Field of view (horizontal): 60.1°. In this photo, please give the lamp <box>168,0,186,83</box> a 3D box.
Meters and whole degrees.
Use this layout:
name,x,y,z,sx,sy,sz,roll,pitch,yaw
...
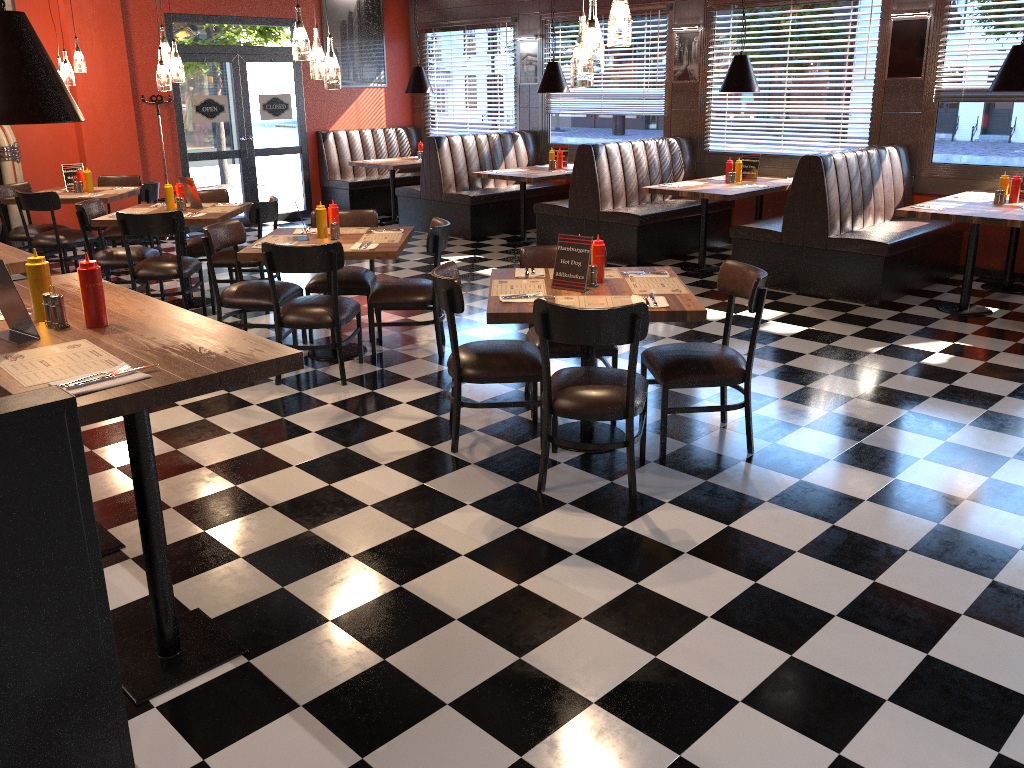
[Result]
name,x,y,z,sx,sy,sz,roll,pitch,yaw
lamp,-2.621,-3.287,6.659,0.109,1.942,0.109,8,19,26

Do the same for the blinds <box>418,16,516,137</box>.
name,x,y,z,sx,sy,sz,roll,pitch,yaw
blinds,-0.626,-4.119,12.159,0.100,1.615,1.880,-16,23,-42

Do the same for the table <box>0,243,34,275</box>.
name,x,y,z,sx,sy,sz,roll,pitch,yaw
table,-2.930,-0.193,4.454,0.700,0.987,1.702,-17,24,-42

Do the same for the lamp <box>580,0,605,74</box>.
name,x,y,z,sx,sy,sz,roll,pitch,yaw
lamp,0.341,-2.303,3.638,0.109,1.942,0.109,9,19,31

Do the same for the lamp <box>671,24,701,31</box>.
name,x,y,z,sx,sy,sz,roll,pitch,yaw
lamp,1.877,-3.844,9.548,0.082,0.055,0.336,-18,25,-42

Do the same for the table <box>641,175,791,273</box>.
name,x,y,z,sx,sy,sz,roll,pitch,yaw
table,2.162,-1.587,8.724,0.962,0.764,1.703,16,25,42

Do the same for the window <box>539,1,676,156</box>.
name,x,y,z,sx,sy,sz,roll,pitch,yaw
window,1.108,-3.591,10.593,0.128,1.693,2.039,-16,23,-42

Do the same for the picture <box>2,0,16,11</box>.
name,x,y,z,sx,sy,sz,roll,pitch,yaw
picture,-5.799,-3.801,8.599,0.023,0.928,1.781,15,24,43

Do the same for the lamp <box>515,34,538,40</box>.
name,x,y,z,sx,sy,sz,roll,pitch,yaw
lamp,0.187,-4.375,11.180,0.082,0.055,0.336,-18,25,-42

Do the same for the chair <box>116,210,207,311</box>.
name,x,y,z,sx,sy,sz,roll,pitch,yaw
chair,-2.677,-0.916,6.783,0.486,0.857,0.551,-2,17,-5

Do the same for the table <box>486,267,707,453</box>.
name,x,y,z,sx,sy,sz,roll,pitch,yaw
table,0.373,-0.103,4.409,0.956,0.764,0.972,-1,18,0

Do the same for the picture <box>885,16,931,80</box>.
name,x,y,z,sx,sy,sz,roll,pitch,yaw
picture,3.584,-3.038,8.033,0.012,0.530,0.353,-16,23,-42

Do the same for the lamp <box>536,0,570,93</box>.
name,x,y,z,sx,sy,sz,roll,pitch,yaw
lamp,0.454,-4.258,9.719,0.383,2.019,0.386,7,18,25

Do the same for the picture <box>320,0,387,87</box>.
name,x,y,z,sx,sy,sz,roll,pitch,yaw
picture,-2.159,-4.748,12.151,0.016,1.285,1.030,15,23,43

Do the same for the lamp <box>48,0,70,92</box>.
name,x,y,z,sx,sy,sz,roll,pitch,yaw
lamp,-4.253,-3.696,8.111,0.109,1.942,0.109,8,18,26

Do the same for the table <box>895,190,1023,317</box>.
name,x,y,z,sx,sy,sz,roll,pitch,yaw
table,3.857,-1.055,7.087,0.962,0.764,1.703,16,25,42

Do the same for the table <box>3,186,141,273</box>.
name,x,y,z,sx,sy,sz,roll,pitch,yaw
table,-4.167,-1.483,8.659,0.960,0.764,0.969,-1,18,0

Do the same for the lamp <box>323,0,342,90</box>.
name,x,y,z,sx,sy,sz,roll,pitch,yaw
lamp,-1.125,-2.764,5.237,0.109,1.942,0.109,-11,20,-31

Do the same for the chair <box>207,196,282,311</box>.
name,x,y,z,sx,sy,sz,roll,pitch,yaw
chair,-2.151,-1.073,7.228,0.544,0.857,0.492,1,17,4

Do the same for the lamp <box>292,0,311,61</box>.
name,x,y,z,sx,sy,sz,roll,pitch,yaw
lamp,-1.300,-2.914,5.162,0.108,1.942,0.110,4,17,17

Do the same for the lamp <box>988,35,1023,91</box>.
name,x,y,z,sx,sy,sz,roll,pitch,yaw
lamp,3.826,-3.199,6.461,0.382,2.019,0.386,0,17,4

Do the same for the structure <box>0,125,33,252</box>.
name,x,y,z,sx,sy,sz,roll,pitch,yaw
structure,-5.616,-2.057,8.888,0.503,1.746,1.303,15,23,43

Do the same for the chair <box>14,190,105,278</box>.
name,x,y,z,sx,sy,sz,roll,pitch,yaw
chair,-4.195,-1.369,8.178,0.487,0.857,0.550,5,18,19

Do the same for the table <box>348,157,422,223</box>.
name,x,y,z,sx,sy,sz,roll,pitch,yaw
table,-1.207,-2.645,11.980,0.962,0.764,1.703,16,25,42

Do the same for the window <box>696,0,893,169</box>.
name,x,y,z,sx,sy,sz,roll,pitch,yaw
window,2.794,-3.061,8.964,0.128,1.693,2.039,-16,23,-42

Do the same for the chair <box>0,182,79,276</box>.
name,x,y,z,sx,sy,sz,roll,pitch,yaw
chair,-4.632,-1.500,8.582,0.544,0.857,0.492,2,17,9

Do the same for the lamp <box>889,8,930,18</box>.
name,x,y,z,sx,sy,sz,roll,pitch,yaw
lamp,3.558,-3.316,7.924,0.082,0.055,0.336,-18,25,-42

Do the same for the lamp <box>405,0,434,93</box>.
name,x,y,z,sx,sy,sz,roll,pitch,yaw
lamp,-1.228,-4.786,11.344,0.382,2.019,0.386,0,17,4

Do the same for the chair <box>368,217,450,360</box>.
name,x,y,z,sx,sy,sz,roll,pitch,yaw
chair,-0.670,-0.644,5.903,0.544,0.857,0.492,-1,17,-2

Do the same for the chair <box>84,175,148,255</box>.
name,x,y,z,sx,sy,sz,roll,pitch,yaw
chair,-4.111,-1.713,9.193,0.486,0.857,0.551,2,17,10

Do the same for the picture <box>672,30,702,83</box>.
name,x,y,z,sx,sy,sz,roll,pitch,yaw
picture,1.902,-3.567,9.659,0.012,0.530,0.353,-16,23,-42

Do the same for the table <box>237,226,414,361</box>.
name,x,y,z,sx,sy,sz,roll,pitch,yaw
table,-1.164,-0.579,5.874,0.960,0.764,0.969,-1,18,0

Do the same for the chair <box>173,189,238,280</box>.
name,x,y,z,sx,sy,sz,roll,pitch,yaw
chair,-2.676,-1.241,7.742,0.487,0.857,0.550,-7,18,-21

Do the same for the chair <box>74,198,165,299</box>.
name,x,y,z,sx,sy,sz,roll,pitch,yaw
chair,-3.213,-1.063,7.239,0.544,0.857,0.492,-3,17,-7

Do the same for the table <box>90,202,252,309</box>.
name,x,y,z,sx,sy,sz,roll,pitch,yaw
table,-2.717,-1.040,7.295,0.960,0.764,0.969,-1,18,0

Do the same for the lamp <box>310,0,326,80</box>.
name,x,y,z,sx,sy,sz,roll,pitch,yaw
lamp,-1.222,-2.843,5.294,0.108,1.942,0.110,-2,17,-3

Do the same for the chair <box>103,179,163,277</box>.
name,x,y,z,sx,sy,sz,roll,pitch,yaw
chair,-3.674,-1.529,8.633,0.545,0.857,0.492,-5,18,-12

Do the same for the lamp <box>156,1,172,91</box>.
name,x,y,z,sx,sy,sz,roll,pitch,yaw
lamp,-2.697,-3.199,6.583,0.109,1.942,0.109,-11,20,-31

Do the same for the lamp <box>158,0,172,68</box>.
name,x,y,z,sx,sy,sz,roll,pitch,yaw
lamp,-2.728,-3.417,6.701,0.108,1.942,0.110,0,17,2

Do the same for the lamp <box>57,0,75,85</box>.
name,x,y,z,sx,sy,sz,roll,pitch,yaw
lamp,-4.157,-3.728,8.020,0.108,1.942,0.110,-2,17,-3

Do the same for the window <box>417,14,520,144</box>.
name,x,y,z,sx,sy,sz,roll,pitch,yaw
window,-0.578,-4.120,12.223,0.128,1.693,2.039,-16,23,-42

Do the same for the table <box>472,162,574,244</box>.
name,x,y,z,sx,sy,sz,roll,pitch,yaw
table,0.486,-2.114,10.343,0.962,0.764,1.703,16,25,42

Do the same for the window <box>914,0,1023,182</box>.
name,x,y,z,sx,sy,sz,roll,pitch,yaw
window,4.481,-2.531,7.335,0.128,1.693,2.039,-16,23,-42

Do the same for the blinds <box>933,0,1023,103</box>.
name,x,y,z,sx,sy,sz,roll,pitch,yaw
blinds,4.423,-2.815,7.193,0.100,1.026,1.880,-16,24,-42

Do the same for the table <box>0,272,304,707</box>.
name,x,y,z,sx,sy,sz,roll,pitch,yaw
table,-1.433,0.277,3.008,0.700,0.987,1.702,-17,24,-42

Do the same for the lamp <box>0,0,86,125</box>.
name,x,y,z,sx,sy,sz,roll,pitch,yaw
lamp,-1.582,-1.800,2.536,0.382,2.019,0.386,-2,17,-3

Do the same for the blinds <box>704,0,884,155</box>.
name,x,y,z,sx,sy,sz,roll,pitch,yaw
blinds,2.750,-3.098,8.886,0.101,1.534,1.880,-16,24,-42

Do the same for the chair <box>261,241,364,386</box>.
name,x,y,z,sx,sy,sz,roll,pitch,yaw
chair,-1.206,-0.467,5.399,0.486,0.857,0.551,0,17,3

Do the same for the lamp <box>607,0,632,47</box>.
name,x,y,z,sx,sy,sz,roll,pitch,yaw
lamp,0.463,-2.425,3.647,0.109,1.942,0.109,11,20,35

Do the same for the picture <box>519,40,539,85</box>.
name,x,y,z,sx,sy,sz,roll,pitch,yaw
picture,0.215,-4.097,11.289,0.012,0.530,0.353,-16,23,-42

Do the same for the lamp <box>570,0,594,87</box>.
name,x,y,z,sx,sy,sz,roll,pitch,yaw
lamp,0.307,-2.285,3.768,0.108,1.942,0.110,0,17,2

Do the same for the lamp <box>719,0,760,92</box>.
name,x,y,z,sx,sy,sz,roll,pitch,yaw
lamp,2.137,-3.729,8.093,0.383,2.019,0.386,7,18,25

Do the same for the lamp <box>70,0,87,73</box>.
name,x,y,z,sx,sy,sz,roll,pitch,yaw
lamp,-4.082,-3.869,8.090,0.108,1.942,0.110,-4,17,-12

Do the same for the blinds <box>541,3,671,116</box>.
name,x,y,z,sx,sy,sz,roll,pitch,yaw
blinds,1.062,-3.792,10.466,0.101,1.191,1.880,-16,24,-42
